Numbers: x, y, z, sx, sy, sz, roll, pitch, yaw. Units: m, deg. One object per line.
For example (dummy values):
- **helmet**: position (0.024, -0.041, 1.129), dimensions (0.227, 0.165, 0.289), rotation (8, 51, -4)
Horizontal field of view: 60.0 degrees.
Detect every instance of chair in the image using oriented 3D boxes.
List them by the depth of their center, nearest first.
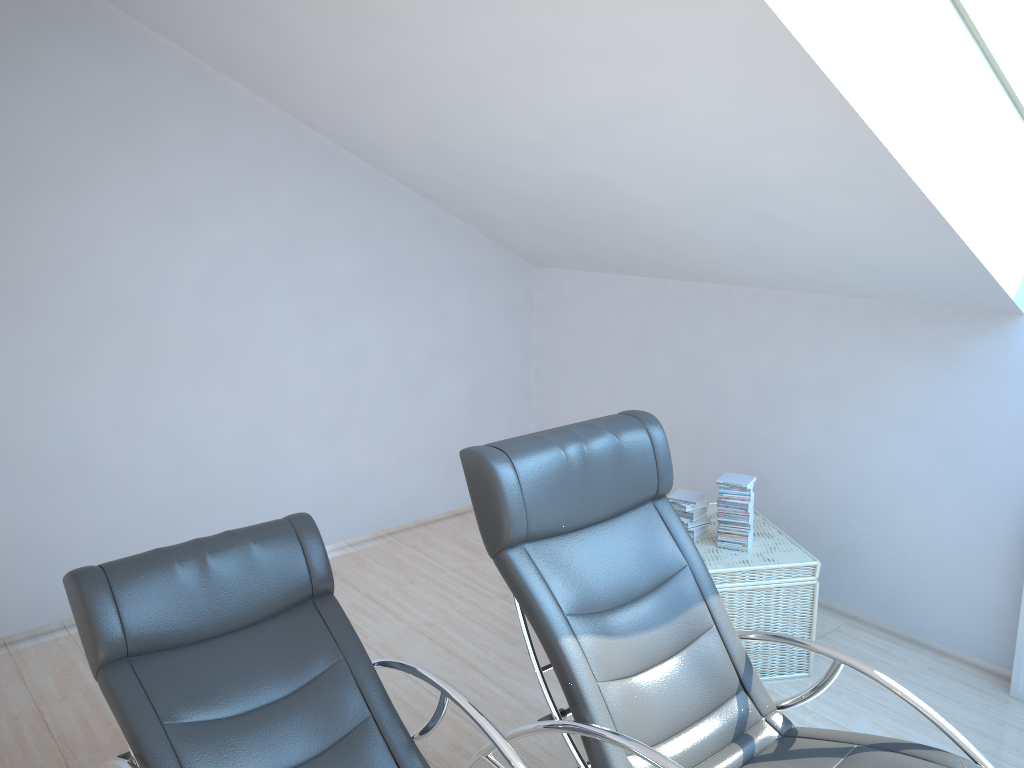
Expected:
- **chair**: position (-0.408, 1.079, 2.156), dimensions (0.836, 0.953, 2.114), rotation (-10, 16, -38)
- **chair**: position (0.668, 0.878, 2.337), dimensions (0.836, 1.251, 1.938), rotation (-10, 16, -38)

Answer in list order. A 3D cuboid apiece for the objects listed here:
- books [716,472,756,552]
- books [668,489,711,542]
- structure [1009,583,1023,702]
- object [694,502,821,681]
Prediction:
- **books**: position (0.937, 0.541, 3.733), dimensions (0.149, 0.300, 0.149), rotation (5, 14, 21)
- **books**: position (0.762, 0.574, 3.861), dimensions (0.162, 0.184, 0.165), rotation (-11, 16, -39)
- **structure**: position (2.441, 0.953, 2.982), dimensions (0.120, 0.800, 1.324), rotation (-10, 16, -38)
- **object**: position (0.824, 0.903, 3.924), dimensions (0.745, 0.518, 0.744), rotation (-2, 13, -9)
